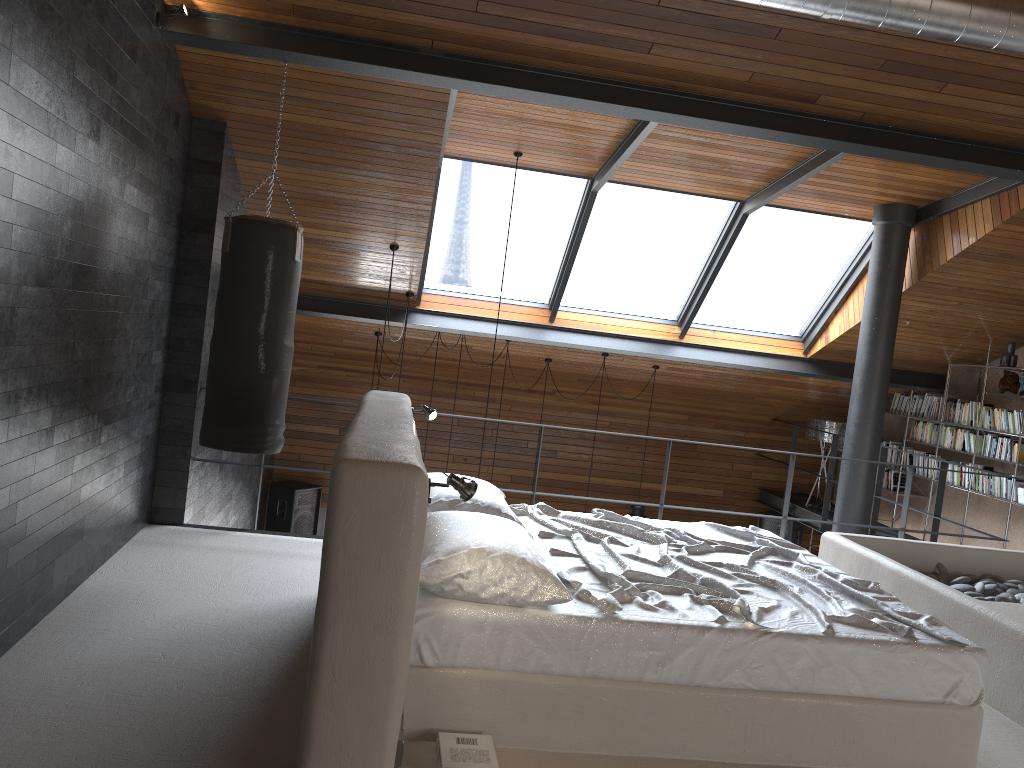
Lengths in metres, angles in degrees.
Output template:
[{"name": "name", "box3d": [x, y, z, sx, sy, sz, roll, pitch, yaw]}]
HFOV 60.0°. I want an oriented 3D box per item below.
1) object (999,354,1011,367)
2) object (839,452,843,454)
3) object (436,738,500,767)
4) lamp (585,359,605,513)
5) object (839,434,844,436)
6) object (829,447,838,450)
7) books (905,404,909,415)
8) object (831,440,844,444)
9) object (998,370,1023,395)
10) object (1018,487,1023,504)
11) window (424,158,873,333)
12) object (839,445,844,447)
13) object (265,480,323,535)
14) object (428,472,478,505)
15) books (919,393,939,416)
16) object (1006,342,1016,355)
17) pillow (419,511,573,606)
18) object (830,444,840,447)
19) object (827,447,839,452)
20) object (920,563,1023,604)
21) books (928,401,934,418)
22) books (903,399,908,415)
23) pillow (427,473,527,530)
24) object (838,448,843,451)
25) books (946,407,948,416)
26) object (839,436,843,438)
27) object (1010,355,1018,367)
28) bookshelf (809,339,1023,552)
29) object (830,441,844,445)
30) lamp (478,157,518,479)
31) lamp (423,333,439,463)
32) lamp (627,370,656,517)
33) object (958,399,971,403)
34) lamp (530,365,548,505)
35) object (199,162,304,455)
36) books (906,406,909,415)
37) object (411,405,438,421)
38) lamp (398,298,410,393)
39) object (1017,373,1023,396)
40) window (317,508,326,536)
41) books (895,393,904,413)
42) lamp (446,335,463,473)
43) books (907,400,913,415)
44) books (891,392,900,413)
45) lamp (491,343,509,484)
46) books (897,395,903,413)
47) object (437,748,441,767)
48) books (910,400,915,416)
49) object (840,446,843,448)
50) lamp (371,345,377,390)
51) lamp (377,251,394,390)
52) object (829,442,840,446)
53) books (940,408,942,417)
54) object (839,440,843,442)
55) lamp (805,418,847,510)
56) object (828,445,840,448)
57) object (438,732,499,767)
[{"name": "object", "box3d": [4.496, -0.209, 8.079, 0.029, 0.117, 0.086, 6, 3, -22]}, {"name": "object", "box3d": [4.057, 0.838, 10.641, 0.201, 0.012, 0.161, 7, 3, -8]}, {"name": "object", "box3d": [-0.126, 1.101, 2.559, 0.176, 0.028, 0.269, 7, 3, -8]}, {"name": "lamp", "box3d": [0.850, 0.632, 9.208, 0.210, 1.911, 0.210, 8, 3, 30]}, {"name": "object", "box3d": [4.042, 0.631, 10.901, 0.246, 0.016, 0.182, 7, 3, -8]}, {"name": "object", "box3d": [4.040, 0.798, 10.898, 0.216, 0.013, 0.161, 7, 3, -8]}, {"name": "books", "box3d": [4.268, 0.250, 9.437, 0.117, 0.180, 0.059, 7, 3, -8]}, {"name": "object", "box3d": [4.036, 0.713, 10.877, 0.246, 0.016, 0.182, 7, 3, -8]}, {"name": "object", "box3d": [4.540, -0.007, 7.986, 0.278, 0.222, 0.138, 9, 3, 38]}, {"name": "object", "box3d": [4.485, 0.974, 7.521, 0.295, 0.136, 0.228, 7, 3, -8]}, {"name": "window", "box3d": [1.182, -1.213, 8.098, 3.818, 1.031, 1.213, 7, 3, -8]}, {"name": "object", "box3d": [4.060, 0.758, 10.640, 0.203, 0.013, 0.161, 7, 3, -8]}, {"name": "object", "box3d": [-2.607, 2.276, 10.001, 0.686, 2.298, 0.639, 9, 3, 30]}, {"name": "object", "box3d": [-0.175, 0.299, 2.479, 0.156, 0.106, 0.087, 7, 3, -11]}, {"name": "books", "box3d": [4.332, 0.228, 9.213, 0.143, 0.264, 0.088, 7, 3, -8]}, {"name": "object", "box3d": [4.518, -0.321, 8.026, 0.029, 0.114, 0.084, 7, 3, -1]}, {"name": "pillow", "box3d": [-0.104, 0.585, 3.130, 0.502, 0.176, 0.837, 7, 3, -7]}, {"name": "object", "box3d": [4.044, 0.760, 10.903, 0.216, 0.012, 0.161, 7, 3, -8]}, {"name": "object", "box3d": [4.024, 0.814, 10.897, 0.234, 0.025, 0.176, 7, 3, -8]}, {"name": "object", "box3d": [2.791, 1.199, 4.589, 1.842, 0.246, 1.436, 7, 3, -8]}, {"name": "books", "box3d": [4.335, 0.271, 9.047, 0.131, 0.178, 0.057, 7, 3, -8]}, {"name": "books", "box3d": [4.260, 0.252, 9.488, 0.119, 0.169, 0.058, 7, 3, -8]}, {"name": "pillow", "box3d": [-0.222, 0.531, 4.016, 0.509, 0.173, 0.842, 7, 3, -8]}, {"name": "object", "box3d": [4.074, 0.807, 10.635, 0.262, 0.025, 0.176, 7, 3, -8]}, {"name": "books", "box3d": [4.368, 0.292, 8.798, 0.131, 0.181, 0.014, 7, 3, -8]}, {"name": "object", "box3d": [4.042, 0.647, 10.891, 0.246, 0.016, 0.182, 7, 3, -8]}, {"name": "object", "box3d": [4.518, -0.202, 7.984, 0.029, 0.117, 0.086, 8, 3, 12]}, {"name": "bookshelf", "box3d": [4.733, 1.401, 5.746, 0.421, 6.219, 10.740, 7, 3, -8]}, {"name": "object", "box3d": [4.034, 0.728, 10.877, 0.246, 0.016, 0.182, 7, 3, -8]}, {"name": "lamp", "box3d": [-0.151, -0.182, 6.969, 0.210, 3.208, 0.210, 8, 3, 15]}, {"name": "lamp", "box3d": [-0.830, 0.434, 8.722, 0.210, 2.036, 0.210, 8, 3, 30]}, {"name": "lamp", "box3d": [1.428, 0.625, 9.444, 0.210, 1.565, 0.210, 8, 3, 30]}, {"name": "object", "box3d": [4.406, 0.274, 8.650, 0.146, 0.240, 0.023, 7, 3, -8]}, {"name": "lamp", "box3d": [0.284, 0.596, 9.461, 0.210, 2.002, 0.210, 8, 3, 30]}, {"name": "object", "box3d": [-1.411, -0.425, 4.924, 0.445, 1.603, 0.442, 8, 3, 20]}, {"name": "books", "box3d": [4.263, 0.253, 9.427, 0.112, 0.173, 0.054, 7, 3, -8]}, {"name": "object", "box3d": [-0.475, 0.162, 4.602, 0.165, 0.106, 0.085, 8, 3, 20]}, {"name": "lamp", "box3d": [-1.003, -0.192, 8.068, 0.210, 1.206, 0.210, 8, 3, 30]}, {"name": "object", "box3d": [4.541, 0.006, 7.783, 0.197, 0.220, 0.102, 6, 3, -24]}, {"name": "window", "box3d": [0.361, 2.477, 11.394, 5.936, 1.522, 0.101, 7, 3, -8]}, {"name": "books", "box3d": [4.273, 0.218, 9.652, 0.160, 0.228, 0.080, 7, 3, -8]}, {"name": "lamp", "box3d": [-0.598, 0.541, 8.597, 0.210, 2.273, 0.210, 8, 3, 30]}, {"name": "books", "box3d": [4.262, 0.255, 9.400, 0.111, 0.171, 0.056, 7, 3, -8]}, {"name": "books", "box3d": [4.270, 0.214, 9.718, 0.169, 0.229, 0.077, 7, 3, -8]}, {"name": "lamp", "box3d": [-0.160, 0.580, 8.985, 0.210, 2.034, 0.210, 8, 3, 30]}, {"name": "books", "box3d": [4.271, 0.229, 9.616, 0.146, 0.208, 0.071, 7, 3, -8]}, {"name": "object", "box3d": [-0.133, 1.080, 2.554, 0.159, 0.015, 0.231, 7, 3, -3]}, {"name": "books", "box3d": [4.273, 0.257, 9.356, 0.112, 0.173, 0.054, 7, 3, -8]}, {"name": "object", "box3d": [4.084, 0.777, 10.620, 0.228, 0.016, 0.182, 7, 3, -8]}, {"name": "lamp", "box3d": [-1.445, 0.177, 9.049, 0.210, 1.369, 0.210, 8, 3, 30]}, {"name": "lamp", "box3d": [-1.070, -0.166, 7.225, 0.210, 1.854, 0.210, 8, 3, 30]}, {"name": "object", "box3d": [4.043, 0.745, 10.893, 0.224, 0.017, 0.167, 7, 3, -8]}, {"name": "books", "box3d": [4.361, 0.289, 8.888, 0.128, 0.176, 0.009, 7, 3, -8]}, {"name": "object", "box3d": [4.035, 0.690, 10.876, 0.252, 0.028, 0.180, 7, 3, -8]}, {"name": "lamp", "box3d": [3.590, 0.920, 10.201, 0.475, 1.002, 0.475, 8, 3, 16]}, {"name": "object", "box3d": [4.028, 0.771, 10.895, 0.243, 0.012, 0.159, 7, 3, -8]}, {"name": "object", "box3d": [-0.129, 1.067, 2.569, 0.161, 0.015, 0.206, 7, 3, -8]}]
